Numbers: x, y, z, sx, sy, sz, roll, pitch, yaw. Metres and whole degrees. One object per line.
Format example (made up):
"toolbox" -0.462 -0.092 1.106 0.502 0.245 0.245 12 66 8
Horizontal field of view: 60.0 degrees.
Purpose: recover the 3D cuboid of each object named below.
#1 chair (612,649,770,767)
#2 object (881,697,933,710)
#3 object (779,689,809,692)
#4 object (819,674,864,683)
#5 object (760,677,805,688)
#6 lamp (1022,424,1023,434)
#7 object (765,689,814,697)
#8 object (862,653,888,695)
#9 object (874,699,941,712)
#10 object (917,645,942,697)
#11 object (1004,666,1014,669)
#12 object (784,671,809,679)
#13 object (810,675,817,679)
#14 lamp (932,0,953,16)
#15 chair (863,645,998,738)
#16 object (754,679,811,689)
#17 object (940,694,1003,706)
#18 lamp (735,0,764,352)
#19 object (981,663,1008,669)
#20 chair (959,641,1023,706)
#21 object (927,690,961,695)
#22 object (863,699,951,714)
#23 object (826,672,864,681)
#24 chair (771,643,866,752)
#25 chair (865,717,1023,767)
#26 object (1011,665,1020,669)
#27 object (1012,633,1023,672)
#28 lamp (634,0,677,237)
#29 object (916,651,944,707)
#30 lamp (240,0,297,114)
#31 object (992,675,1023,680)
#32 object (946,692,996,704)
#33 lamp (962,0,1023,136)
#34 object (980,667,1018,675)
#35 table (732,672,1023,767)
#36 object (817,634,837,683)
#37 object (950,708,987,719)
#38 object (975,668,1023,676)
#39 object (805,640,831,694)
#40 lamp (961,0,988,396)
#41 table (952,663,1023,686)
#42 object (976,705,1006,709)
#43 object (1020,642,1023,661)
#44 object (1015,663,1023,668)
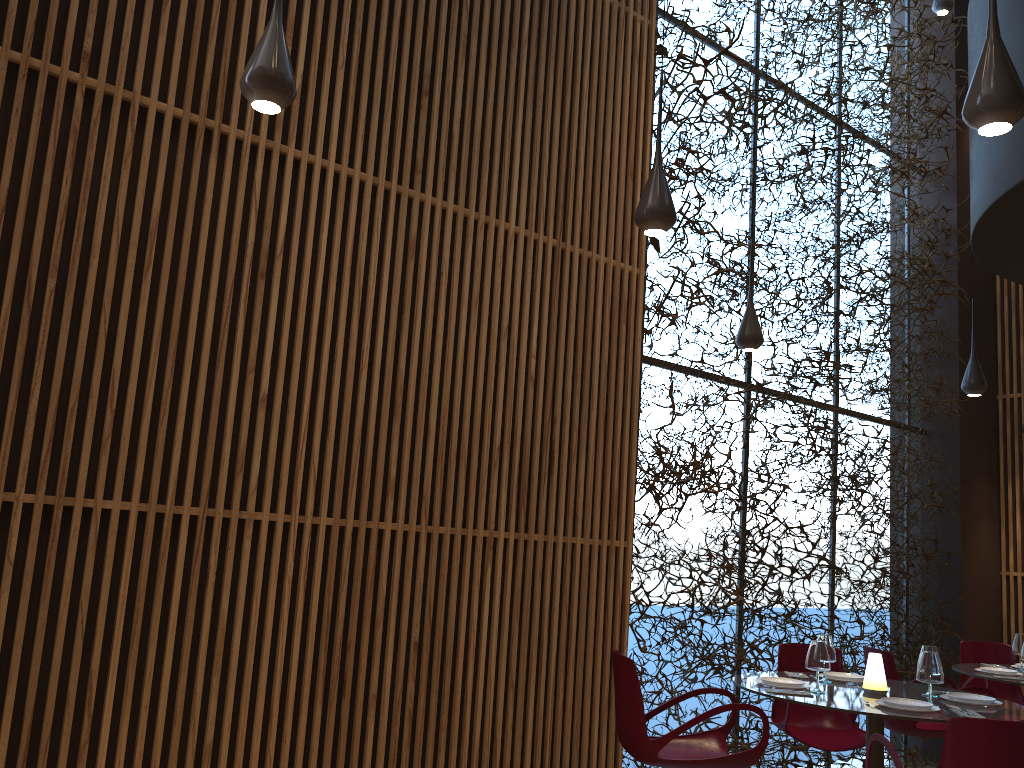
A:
"chair" 1.021 1.962 5.336 0.872 0.633 0.627 4 -10 -3
"object" 2.156 1.749 4.842 0.263 0.029 0.264 1 -11 13
"object" 1.645 1.828 5.395 0.204 0.012 0.412 3 -10 3
"object" 2.200 1.951 5.873 0.332 0.014 0.333 -6 -14 44
"object" 1.646 1.816 5.392 0.263 0.029 0.264 -1 -11 23
"lamp" 5.584 -2.533 9.634 0.196 6.251 0.196 6 -9 -13
"object" 1.592 1.775 5.096 0.262 0.017 0.127 3 -10 7
"object" 2.198 1.750 5.365 0.142 0.231 0.145 1 -10 17
"object" 2.156 1.759 4.840 0.332 0.014 0.332 10 -12 -28
"object" 2.552 1.752 5.416 0.142 0.294 0.142 4 -9 2
"object" 4.352 2.375 7.390 0.410 0.012 0.205 3 -10 5
"object" 1.904 1.950 5.936 0.126 0.017 0.263 2 -10 9
"object" 2.205 1.953 5.873 0.410 0.012 0.205 3 -10 5
"lamp" 4.361 -4.787 8.998 0.196 2.215 0.196 6 -9 -13
"chair" 3.169 2.384 6.853 0.872 0.633 0.627 4 -10 -3
"object" 1.645 1.826 5.390 0.332 0.014 0.333 -3 -12 33
"object" 2.707 1.868 5.231 0.332 0.014 0.333 -6 -15 44
"lamp" 1.875 -3.317 6.712 0.196 6.251 0.196 6 -9 -13
"object" 4.052 2.372 7.453 0.126 0.017 0.263 2 -10 9
"chair" 4.344 2.645 7.847 0.625 0.633 0.876 3 -10 7
"object" 2.738 1.931 5.527 0.262 0.017 0.127 3 -10 3
"object" 2.151 1.760 4.840 0.410 0.012 0.205 2 -10 8
"object" 2.201 1.942 5.875 0.263 0.029 0.264 4 -10 -1
"chair" 2.196 2.223 6.330 0.625 0.633 0.876 3 -10 7
"chair" 2.097 1.808 4.103 0.625 0.633 0.876 3 -10 2
"object" 4.348 2.373 7.390 0.332 0.014 0.333 -6 -14 44
"object" 4.177 2.201 7.267 0.142 0.294 0.142 11 -11 -37
"lamp" 0.866 -3.777 4.573 0.196 6.251 0.196 -1 -10 27
"object" 2.354 1.661 4.993 0.142 0.294 0.142 8 -10 -22
"lamp" -0.659 -4.056 3.610 0.196 6.251 0.196 9 -10 -30
"object" 3.739 2.197 6.613 0.262 0.017 0.127 3 -10 7
"object" 2.708 1.858 5.232 0.263 0.029 0.264 -6 -15 44
"lamp" 1.809 -3.925 3.423 0.196 6.251 0.196 3 -9 7
"object" 3.794 2.238 6.909 0.263 0.029 0.264 -5 -13 39
"table" 2.153 2.419 5.260 1.672 1.126 1.679 3 -10 4
"object" 2.029 1.778 5.750 0.142 0.294 0.142 8 -10 -26
"object" 2.446 1.770 4.756 0.126 0.017 0.263 2 -11 12
"object" 3.793 2.248 6.907 0.332 0.014 0.333 -3 -12 33
"object" 1.807 1.669 5.236 0.142 0.294 0.142 11 -12 -38
"lamp" 3.989 -2.988 7.734 0.196 6.251 0.196 6 -9 -13
"table" 4.300 2.841 6.777 1.672 1.126 1.679 3 -10 4
"object" 2.708 1.868 5.226 0.204 0.012 0.412 4 -10 -1
"object" 3.954 2.091 6.753 0.142 0.294 0.142 11 -12 -38
"object" 4.348 2.364 7.392 0.263 0.029 0.264 3 -10 6
